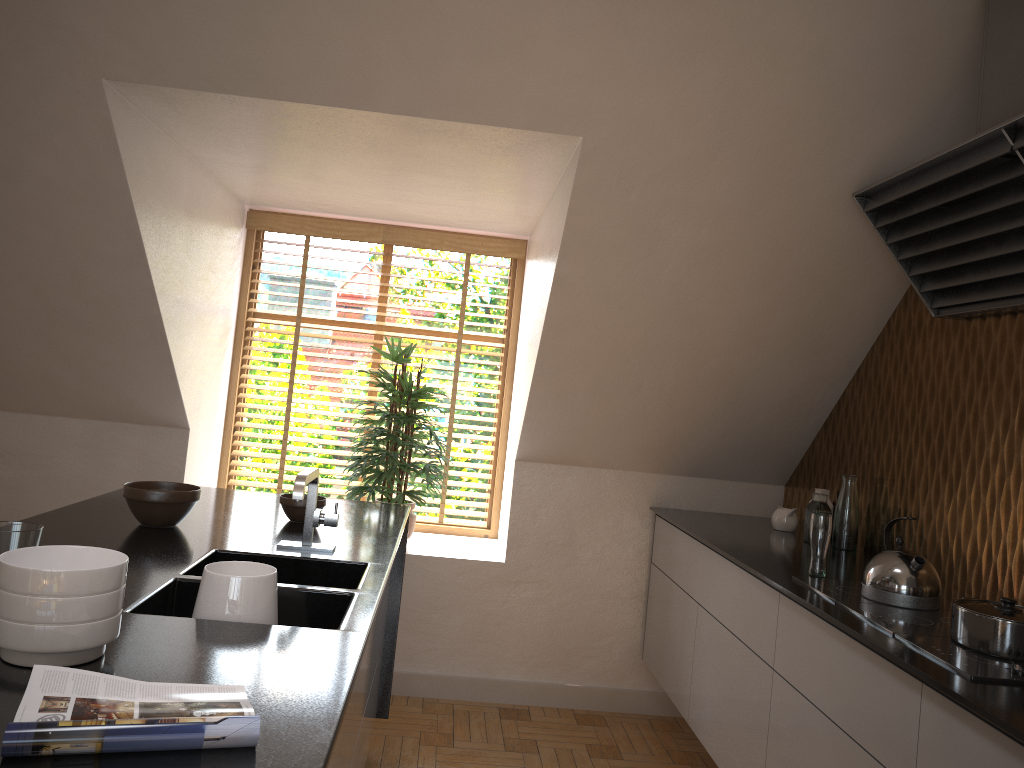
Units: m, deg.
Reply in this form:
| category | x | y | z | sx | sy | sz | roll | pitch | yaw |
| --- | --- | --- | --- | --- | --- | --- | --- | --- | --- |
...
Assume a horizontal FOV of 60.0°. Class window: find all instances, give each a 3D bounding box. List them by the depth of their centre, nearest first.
| category | x | y | z | sx | sy | sz | roll | pitch | yaw |
| --- | --- | --- | --- | --- | --- | --- | --- | --- | --- |
| window | -2.536 | -1.093 | 0.261 | 7.781 | 4.474 | 8.621 | 6 | -1 | -4 |

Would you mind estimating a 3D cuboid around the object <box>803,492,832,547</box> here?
| category | x | y | z | sx | sy | sz | roll | pitch | yaw |
| --- | --- | --- | --- | --- | --- | --- | --- | --- | --- |
| object | 1.156 | 0.510 | 3.355 | 0.068 | 0.191 | 0.100 | 6 | -2 | -4 |

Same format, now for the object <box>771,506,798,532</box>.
| category | x | y | z | sx | sy | sz | roll | pitch | yaw |
| --- | --- | --- | --- | --- | --- | --- | --- | --- | --- |
| object | 1.128 | 0.553 | 3.665 | 0.107 | 0.106 | 0.178 | 5 | -1 | 23 |

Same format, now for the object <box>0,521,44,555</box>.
| category | x | y | z | sx | sy | sz | roll | pitch | yaw |
| --- | --- | --- | --- | --- | --- | --- | --- | --- | --- |
| object | -0.907 | 0.325 | 1.590 | 0.103 | 0.141 | 0.103 | 6 | -2 | -14 |

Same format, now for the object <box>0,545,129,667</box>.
| category | x | y | z | sx | sy | sz | roll | pitch | yaw |
| --- | --- | --- | --- | --- | --- | --- | --- | --- | --- |
| object | -0.698 | 0.340 | 1.367 | 0.181 | 0.147 | 0.181 | 6 | -1 | -6 |

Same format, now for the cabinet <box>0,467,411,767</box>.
| category | x | y | z | sx | sy | sz | roll | pitch | yaw |
| --- | --- | --- | --- | --- | --- | --- | --- | --- | --- |
| cabinet | -0.833 | 0.760 | 2.131 | 0.999 | 1.137 | 2.434 | 6 | -1 | -4 |

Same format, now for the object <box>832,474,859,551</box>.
| category | x | y | z | sx | sy | sz | roll | pitch | yaw |
| --- | --- | --- | --- | --- | --- | --- | --- | --- | --- |
| object | 1.254 | 0.478 | 3.315 | 0.089 | 0.274 | 0.089 | 7 | -3 | -26 |

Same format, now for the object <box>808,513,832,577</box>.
| category | x | y | z | sx | sy | sz | roll | pitch | yaw |
| --- | --- | --- | --- | --- | --- | --- | --- | --- | --- |
| object | 0.927 | 0.485 | 2.672 | 0.062 | 0.184 | 0.062 | 6 | -3 | -14 |

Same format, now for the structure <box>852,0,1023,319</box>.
| category | x | y | z | sx | sy | sz | roll | pitch | yaw |
| --- | --- | --- | --- | --- | --- | --- | --- | --- | --- |
| structure | 1.380 | -0.811 | 2.117 | 0.420 | 1.178 | 1.536 | 6 | -1 | -4 |

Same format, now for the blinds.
| category | x | y | z | sx | sy | sz | roll | pitch | yaw |
| --- | --- | --- | --- | --- | --- | --- | --- | --- | --- |
| blinds | -0.713 | -0.069 | 4.548 | 1.430 | 1.488 | 0.069 | 6 | -3 | -4 |

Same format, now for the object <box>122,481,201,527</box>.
| category | x | y | z | sx | sy | sz | roll | pitch | yaw |
| --- | --- | --- | --- | --- | --- | --- | --- | --- | --- |
| object | -0.988 | 0.341 | 2.495 | 0.205 | 0.106 | 0.206 | 6 | -1 | -35 |

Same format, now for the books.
| category | x | y | z | sx | sy | sz | roll | pitch | yaw |
| --- | --- | --- | --- | --- | --- | --- | --- | --- | --- |
| books | -0.480 | 0.415 | 1.143 | 0.281 | 0.044 | 0.222 | 6 | -1 | -21 |

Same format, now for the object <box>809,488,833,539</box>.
| category | x | y | z | sx | sy | sz | roll | pitch | yaw |
| --- | --- | --- | --- | --- | --- | --- | --- | --- | --- |
| object | 1.241 | 0.521 | 3.573 | 0.068 | 0.191 | 0.100 | 6 | -2 | -4 |

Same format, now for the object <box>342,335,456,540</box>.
| category | x | y | z | sx | sy | sz | roll | pitch | yaw |
| --- | --- | --- | --- | --- | --- | --- | --- | --- | --- |
| object | -0.521 | 0.268 | 4.191 | 0.517 | 0.978 | 0.554 | 6 | -2 | -9 |

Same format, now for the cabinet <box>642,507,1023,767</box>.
| category | x | y | z | sx | sy | sz | roll | pitch | yaw |
| --- | --- | --- | --- | --- | --- | --- | --- | --- | --- |
| cabinet | 1.025 | 0.811 | 2.511 | 0.624 | 0.917 | 3.087 | 6 | -1 | -4 |

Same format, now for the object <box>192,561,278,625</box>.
| category | x | y | z | sx | sy | sz | roll | pitch | yaw |
| --- | --- | --- | --- | --- | --- | --- | --- | --- | --- |
| object | -0.547 | 0.480 | 1.746 | 0.190 | 0.232 | 0.190 | 7 | -3 | -41 |

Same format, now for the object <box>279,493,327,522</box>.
| category | x | y | z | sx | sy | sz | roll | pitch | yaw |
| --- | --- | --- | --- | --- | --- | --- | --- | --- | --- |
| object | -0.661 | 0.393 | 2.789 | 0.145 | 0.075 | 0.146 | 6 | -1 | -35 |
